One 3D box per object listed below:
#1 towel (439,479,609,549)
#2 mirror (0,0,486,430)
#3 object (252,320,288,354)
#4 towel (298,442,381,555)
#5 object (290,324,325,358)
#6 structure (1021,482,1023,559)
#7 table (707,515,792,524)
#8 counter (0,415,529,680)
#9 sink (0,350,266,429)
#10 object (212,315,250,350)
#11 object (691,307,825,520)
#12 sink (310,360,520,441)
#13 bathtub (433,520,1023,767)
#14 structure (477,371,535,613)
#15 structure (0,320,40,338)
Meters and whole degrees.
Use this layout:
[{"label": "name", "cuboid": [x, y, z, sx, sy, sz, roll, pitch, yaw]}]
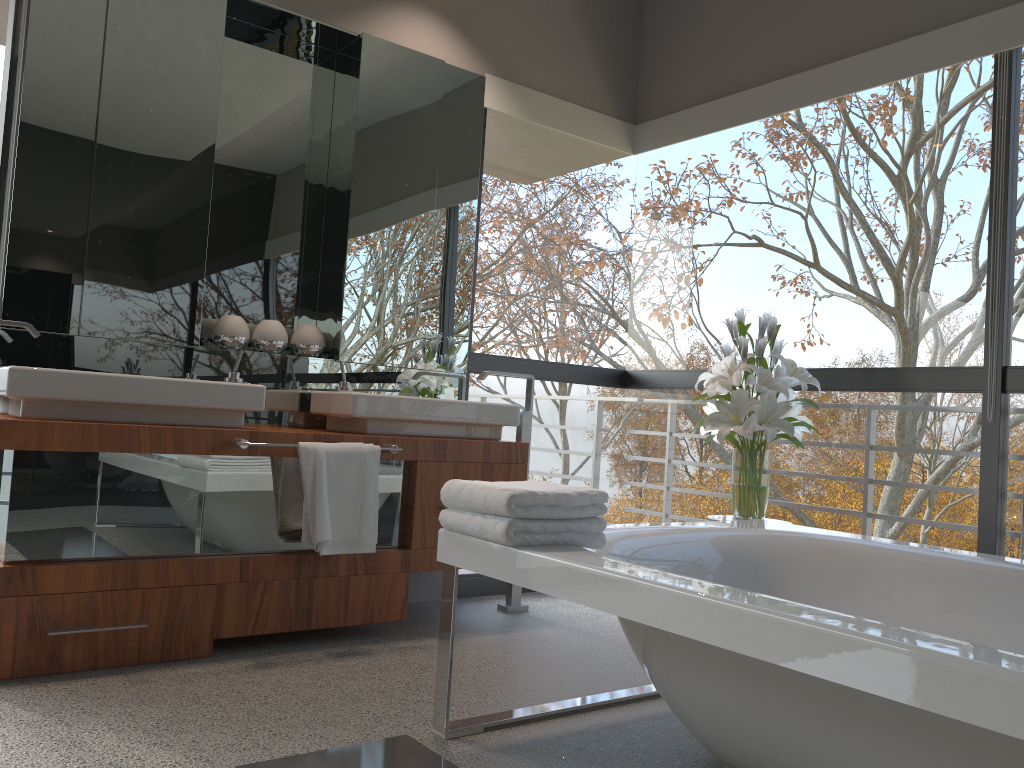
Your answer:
[{"label": "towel", "cuboid": [0.026, 0.321, 2.206, 0.305, 0.145, 0.322, 5, -3, -34]}, {"label": "mirror", "cuboid": [-0.944, -0.632, 3.463, 1.789, 1.618, 0.253, 6, -4, -37]}, {"label": "object", "cuboid": [-0.939, -0.181, 3.444, 0.136, 0.131, 0.136, 3, -3, 5]}, {"label": "towel", "cuboid": [-0.569, 0.375, 2.916, 0.302, 0.369, 0.079, 6, -4, -36]}, {"label": "object", "cuboid": [-0.814, -0.169, 3.539, 0.136, 0.131, 0.136, 3, -3, 5]}, {"label": "structure", "cuboid": [1.431, 0.535, 2.214, 0.330, 0.885, 0.402, 6, -4, -37]}, {"label": "table", "cuboid": [0.865, 0.743, 3.272, 0.307, 0.479, 0.307, 2, -3, 37]}, {"label": "counter", "cuboid": [-0.801, 0.514, 3.079, 1.847, 0.705, 0.524, 5, -3, -37]}, {"label": "sink", "cuboid": [-1.211, -0.009, 2.835, 0.750, 0.266, 0.352, 5, -3, -37]}, {"label": "object", "cuboid": [-1.061, -0.192, 3.352, 0.136, 0.131, 0.136, 3, -3, 5]}, {"label": "object", "cuboid": [0.892, 0.107, 3.312, 0.460, 0.796, 0.449, 4, -3, -9]}, {"label": "sink", "cuboid": [-0.366, 0.071, 3.474, 0.750, 0.266, 0.352, 5, -3, -37]}, {"label": "bathtub", "cuboid": [0.912, 0.674, 1.876, 1.327, 0.504, 1.958, 5, -3, -37]}, {"label": "structure", "cuboid": [-0.042, 0.447, 3.678, 0.303, 0.989, 0.069, 6, -4, -37]}, {"label": "structure", "cuboid": [-1.559, 0.303, 2.531, 0.303, 0.989, 0.069, 6, -4, -37]}]
